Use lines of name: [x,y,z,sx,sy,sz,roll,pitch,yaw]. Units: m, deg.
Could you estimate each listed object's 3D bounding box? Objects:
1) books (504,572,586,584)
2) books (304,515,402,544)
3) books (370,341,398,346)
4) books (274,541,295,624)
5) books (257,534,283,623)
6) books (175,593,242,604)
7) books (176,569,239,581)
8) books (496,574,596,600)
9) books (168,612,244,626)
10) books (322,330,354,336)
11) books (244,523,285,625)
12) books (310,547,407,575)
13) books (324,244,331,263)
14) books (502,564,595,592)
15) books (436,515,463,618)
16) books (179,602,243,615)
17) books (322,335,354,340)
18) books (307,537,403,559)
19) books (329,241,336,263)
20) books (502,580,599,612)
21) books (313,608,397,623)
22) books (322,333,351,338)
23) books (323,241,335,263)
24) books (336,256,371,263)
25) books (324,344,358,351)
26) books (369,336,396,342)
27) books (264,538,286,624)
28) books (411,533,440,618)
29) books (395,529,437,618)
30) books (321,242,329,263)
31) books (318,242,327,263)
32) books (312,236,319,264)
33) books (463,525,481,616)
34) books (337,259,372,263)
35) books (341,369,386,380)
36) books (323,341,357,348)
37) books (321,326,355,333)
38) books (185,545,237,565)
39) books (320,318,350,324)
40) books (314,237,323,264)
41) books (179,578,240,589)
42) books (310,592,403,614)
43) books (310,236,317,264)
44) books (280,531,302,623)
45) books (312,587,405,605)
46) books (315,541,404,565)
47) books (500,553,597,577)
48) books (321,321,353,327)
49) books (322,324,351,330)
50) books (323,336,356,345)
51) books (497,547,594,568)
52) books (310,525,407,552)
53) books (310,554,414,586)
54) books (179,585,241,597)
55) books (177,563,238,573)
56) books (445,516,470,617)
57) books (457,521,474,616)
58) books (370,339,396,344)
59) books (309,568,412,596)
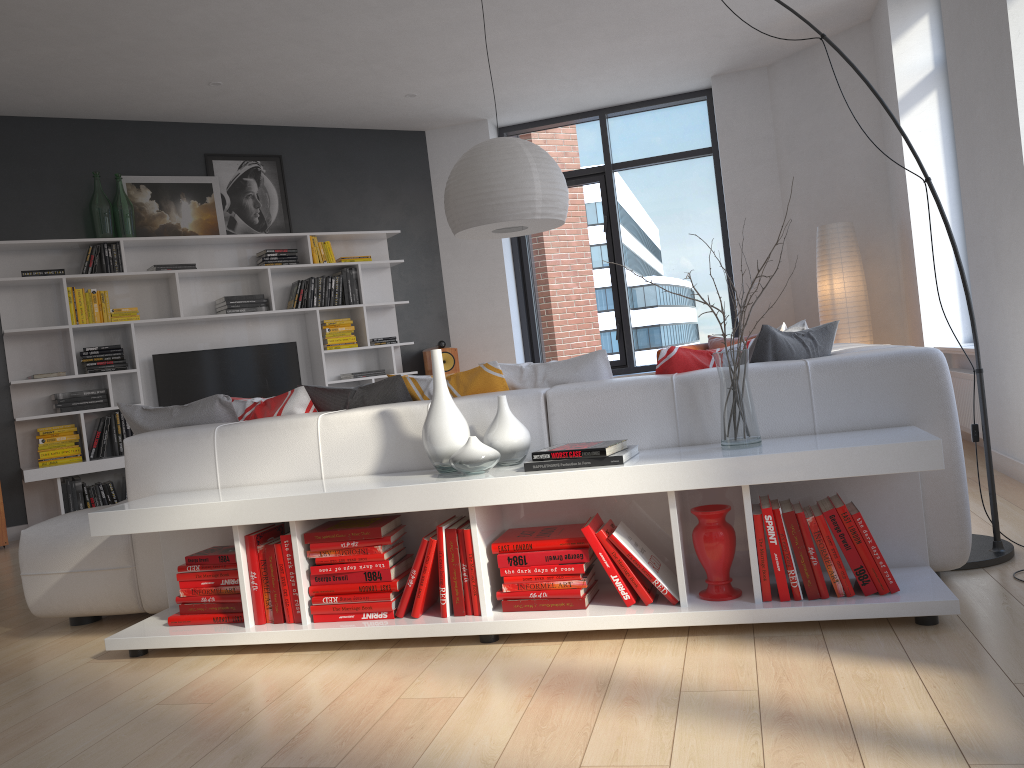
books: [0.110,0.577,2.731,0.236,0.023,0.178,-6,1,14]
books: [-0.514,0.473,2.889,0.259,0.034,0.206,-7,1,11]
books: [-1.094,-0.338,7.494,0.213,0.023,0.161,-8,2,-28]
books: [-0.708,0.635,2.935,0.042,0.259,0.195,-6,1,14]
books: [-0.776,0.644,2.962,0.031,0.255,0.181,-6,1,14]
books: [-0.988,0.717,3.055,0.266,0.026,0.187,-6,1,20]
books: [-0.987,0.638,3.057,0.269,0.028,0.179,-6,1,15]
books: [0.108,0.626,2.736,0.266,0.026,0.187,-6,1,20]
books: [-0.987,0.780,3.059,0.301,0.032,0.227,-6,1,14]
books: [-1.456,-0.420,7.359,0.239,0.019,0.171,-8,2,-31]
books: [-0.812,0.631,2.967,0.036,0.294,0.208,-6,1,14]
books: [-0.495,0.575,2.885,0.261,0.027,0.191,-7,1,10]
books: [-1.522,-1.054,7.238,0.046,0.161,0.108,-8,2,-32]
books: [0.117,0.599,2.740,0.257,0.025,0.182,-6,1,14]
books: [-0.189,0.568,2.787,0.046,0.282,0.199,-6,1,14]
books: [-0.973,0.745,3.062,0.259,0.034,0.206,-6,1,17]
books: [-1.456,-0.383,7.361,0.251,0.014,0.189,-8,2,-28]
books: [-0.509,0.527,2.890,0.257,0.025,0.182,-6,1,14]
books: [-1.496,-1.071,7.282,0.044,0.184,0.142,-8,2,-30]
books: [0.122,0.654,2.742,0.259,0.034,0.206,-6,1,17]
books: [-0.475,0.726,2.881,0.274,0.029,0.200,-6,1,14]
books: [-1.455,-0.400,7.339,0.217,0.023,0.145,-7,2,-27]
books: [-1.511,-1.068,7.263,0.064,0.184,0.141,-8,2,-30]
books: [-1.335,-1.040,7.424,0.257,0.024,0.203,-8,2,-28]
books: [-1.427,-0.297,7.342,0.257,0.028,0.194,-7,2,-26]
books: [-1.107,-0.376,7.509,0.213,0.023,0.161,-8,2,-28]
books: [-0.743,0.640,2.954,0.034,0.259,0.207,-6,1,14]
books: [-0.248,0.590,2.803,0.115,0.245,0.192,-6,1,14]
books: [-0.286,0.594,2.820,0.144,0.247,0.188,-6,1,14]
books: [-1.545,-1.061,7.238,0.044,0.178,0.128,-8,2,-31]
books: [-1.566,-1.059,7.234,0.054,0.180,0.132,-8,2,-31]
books: [-1.628,-1.074,7.214,0.041,0.224,0.163,-8,2,-33]
books: [-0.098,0.563,2.756,0.028,0.269,0.181,-6,1,14]
books: [-1.325,-1.016,7.419,0.257,0.028,0.194,-7,2,-26]
books: [-1.253,-0.077,7.440,0.310,0.047,0.250,-8,2,-36]
books: [-1.437,-0.322,7.347,0.257,0.024,0.203,-8,2,-28]
books: [-1.450,-0.447,7.362,0.239,0.033,0.176,-8,2,-28]
books: [-0.989,0.586,3.049,0.206,0.029,0.152,-6,1,20]
books: [-1.476,-0.519,7.375,0.223,0.023,0.163,-7,2,-27]
books: [-1.606,-1.077,7.236,0.054,0.224,0.164,-8,2,-32]
books: [-0.982,0.665,3.075,0.261,0.028,0.191,-6,1,14]
books: [-0.480,0.698,2.862,0.282,0.030,0.188,-6,1,15]
books: [-1.637,-1.074,7.186,0.041,0.229,0.161,-8,2,-32]
books: [-0.676,0.616,2.932,0.049,0.291,0.214,-6,1,14]
books: [-0.484,0.671,2.866,0.266,0.026,0.187,-6,1,13]
books: [-0.490,0.549,2.877,0.236,0.023,0.178,-6,1,14]
books: [0.117,0.551,2.733,0.261,0.027,0.191,-6,1,18]
books: [-1.453,-0.498,7.361,0.223,0.023,0.163,-7,2,-27]
books: [-1.459,-0.474,7.360,0.227,0.022,0.160,-7,1,-15]
books: [-1.443,-0.355,7.351,0.243,0.042,0.189,-8,2,-31]
books: [0.114,0.517,2.749,0.279,0.039,0.206,-6,1,13]
books: [-0.495,0.500,2.878,0.266,0.026,0.187,-7,1,8]
books: [-0.485,0.606,2.901,0.279,0.039,0.206,-6,1,15]
books: [-0.979,0.690,3.059,0.257,0.025,0.182,-6,1,14]
books: [-0.991,0.612,3.061,0.254,0.025,0.178,-6,1,13]
books: [-0.148,0.567,2.794,0.038,0.270,0.215,-6,1,14]
books: [-0.120,0.568,2.778,0.028,0.266,0.188,-6,1,14]
books: [-1.099,-0.357,7.495,0.198,0.015,0.142,-8,2,-33]
books: [-0.475,0.641,2.899,0.301,0.032,0.227,-6,1,14]
